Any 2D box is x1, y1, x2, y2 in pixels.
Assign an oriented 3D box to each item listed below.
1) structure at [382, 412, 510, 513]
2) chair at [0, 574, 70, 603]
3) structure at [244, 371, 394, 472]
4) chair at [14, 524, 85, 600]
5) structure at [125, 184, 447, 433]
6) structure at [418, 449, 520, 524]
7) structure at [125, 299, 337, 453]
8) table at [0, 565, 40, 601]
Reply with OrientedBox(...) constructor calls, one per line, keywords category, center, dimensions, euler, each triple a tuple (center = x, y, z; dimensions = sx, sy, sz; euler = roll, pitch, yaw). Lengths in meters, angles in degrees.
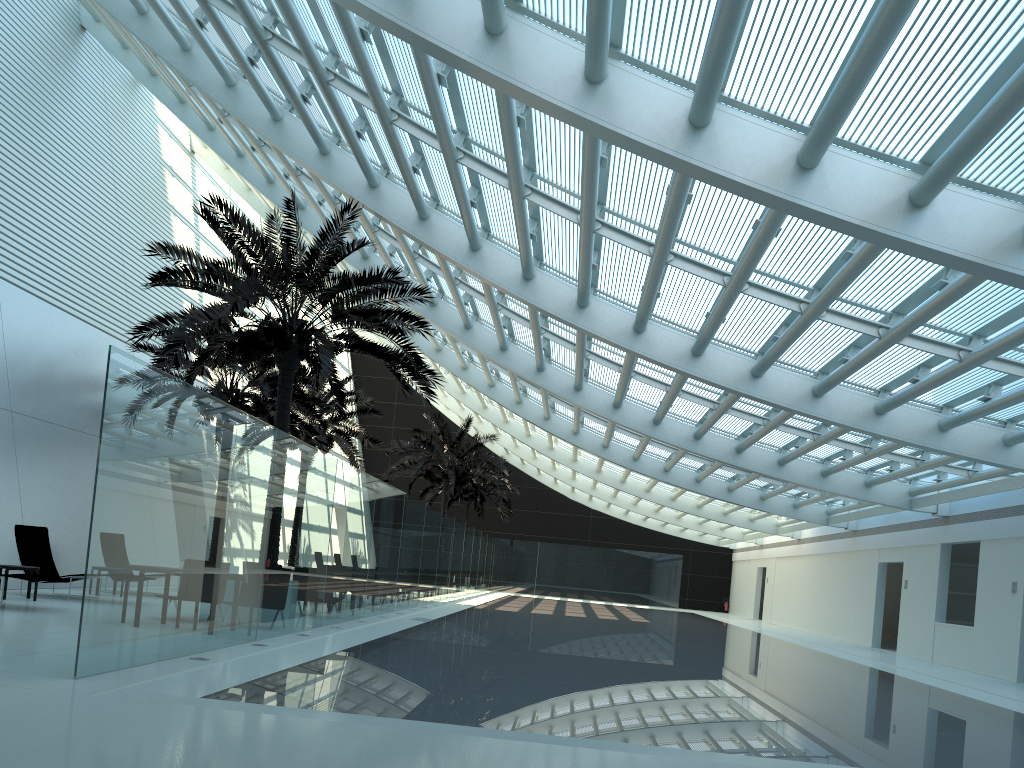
OrientedBox(category="structure", center=(-2.584, 4.561, 33.431), dimensions=(4.826, 6.897, 4.516), euler=(6, -5, -2))
OrientedBox(category="chair", center=(-7.348, 2.483, 12.095), dimensions=(2.034, 1.137, 0.940), euler=(5, -6, 4))
OrientedBox(category="structure", center=(-6.411, 2.727, 26.196), dimensions=(4.277, 6.773, 4.723), euler=(2, -6, 38))
OrientedBox(category="chair", center=(-7.180, 3.049, 14.680), dimensions=(2.034, 1.137, 0.940), euler=(5, -6, 4))
OrientedBox(category="structure", center=(-3.827, 0.354, 14.194), dimensions=(4.803, 6.897, 4.538), euler=(3, -5, 23))
OrientedBox(category="structure", center=(-2.026, 6.354, 41.613), dimensions=(4.486, 6.895, 4.862), euler=(7, -5, -17))
OrientedBox(category="structure", center=(-6.601, 1.454, 20.151), dimensions=(4.672, 6.714, 4.324), euler=(7, -5, -17))
OrientedBox(category="table", center=(-7.666, 3.083, 13.528), dimensions=(0.564, 0.508, 0.555), euler=(12, -10, -42))
